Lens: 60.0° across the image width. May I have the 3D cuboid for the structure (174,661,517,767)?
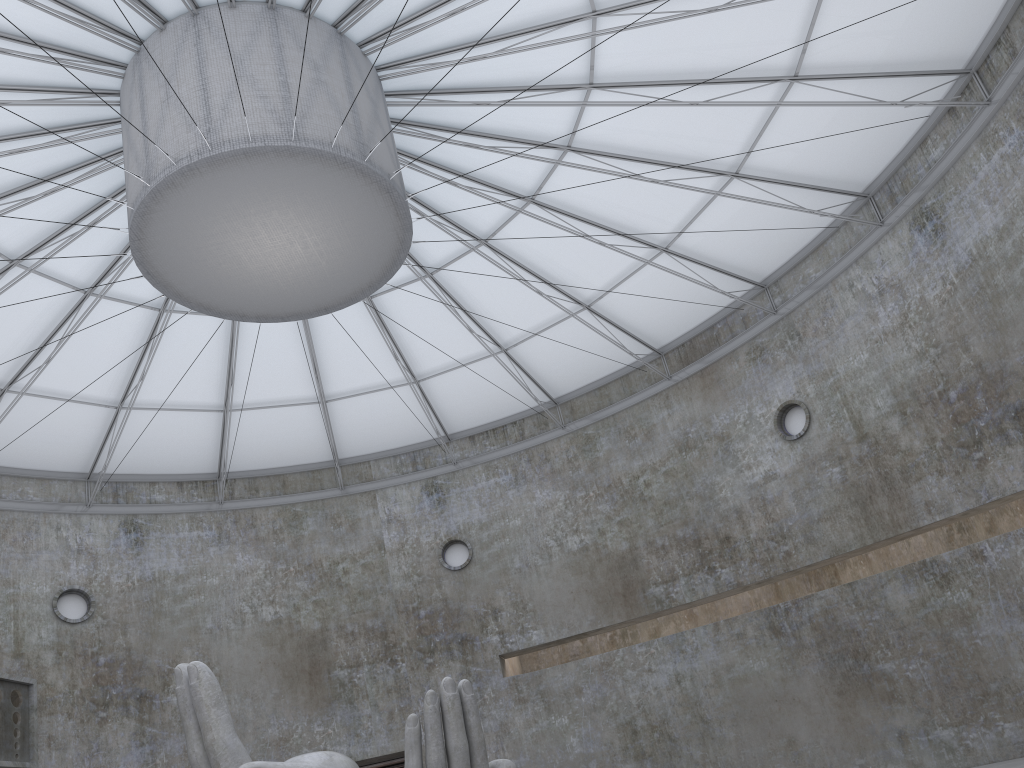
[{"bbox_3d":[-0.749,7.082,16.799,10.753,5.605,15.881,6,-32,-35],"label":"structure"}]
